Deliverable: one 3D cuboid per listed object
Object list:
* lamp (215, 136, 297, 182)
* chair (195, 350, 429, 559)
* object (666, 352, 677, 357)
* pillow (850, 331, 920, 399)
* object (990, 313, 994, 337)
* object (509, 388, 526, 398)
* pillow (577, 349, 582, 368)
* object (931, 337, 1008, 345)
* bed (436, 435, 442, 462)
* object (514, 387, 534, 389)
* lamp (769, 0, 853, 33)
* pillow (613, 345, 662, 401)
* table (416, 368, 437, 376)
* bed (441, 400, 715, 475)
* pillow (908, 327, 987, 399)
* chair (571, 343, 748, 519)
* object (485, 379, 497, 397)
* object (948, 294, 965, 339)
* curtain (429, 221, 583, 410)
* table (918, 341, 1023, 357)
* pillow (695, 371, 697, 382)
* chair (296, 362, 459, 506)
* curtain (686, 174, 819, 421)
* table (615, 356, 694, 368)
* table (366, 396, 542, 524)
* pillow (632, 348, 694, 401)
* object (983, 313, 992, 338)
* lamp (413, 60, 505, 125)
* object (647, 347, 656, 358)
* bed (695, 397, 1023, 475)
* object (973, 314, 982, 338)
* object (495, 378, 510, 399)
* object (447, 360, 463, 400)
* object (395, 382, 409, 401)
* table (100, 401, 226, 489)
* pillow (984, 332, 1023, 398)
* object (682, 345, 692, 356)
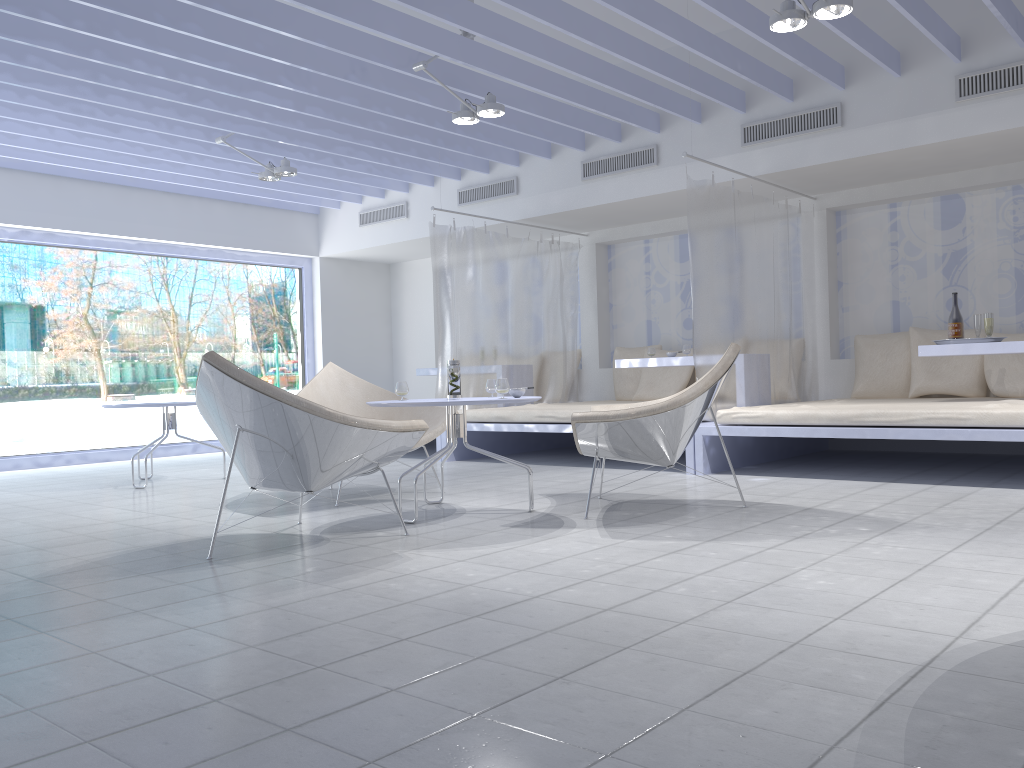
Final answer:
[{"bbox_3d":[-1.943,-1.700,6.670,0.380,0.218,0.587,-2,0,41],"label":"lamp"},{"bbox_3d":[-0.898,0.249,3.526,0.906,0.759,0.753,-2,0,36],"label":"chair"},{"bbox_3d":[1.231,-0.222,6.836,0.082,0.043,0.082,-2,0,2],"label":"object"},{"bbox_3d":[2.781,-0.126,6.585,0.524,0.521,0.230,-2,0,43],"label":"pillow"},{"bbox_3d":[2.862,-0.336,5.313,0.059,0.174,0.059,-2,0,9],"label":"object"},{"bbox_3d":[0.024,0.043,4.133,0.082,0.043,0.082,-2,0,9],"label":"object"},{"bbox_3d":[0.413,-0.076,8.643,0.572,0.510,0.231,-2,0,42],"label":"pillow"},{"bbox_3d":[2.757,-0.256,5.359,0.429,0.031,0.275,-2,0,42],"label":"object"},{"bbox_3d":[-0.727,0.392,8.385,2.200,0.422,2.022,-2,0,41],"label":"bed"},{"bbox_3d":[0.054,0.022,4.124,0.098,0.016,0.012,-2,0,7],"label":"object"},{"bbox_3d":[1.234,-1.785,3.925,0.380,0.218,0.587,-2,0,41],"label":"lamp"},{"bbox_3d":[1.135,-0.095,8.019,0.572,0.510,0.231,-2,0,40],"label":"pillow"},{"bbox_3d":[-0.347,0.068,8.040,1.065,0.450,0.416,-2,0,41],"label":"table"},{"bbox_3d":[0.935,0.345,6.929,2.200,0.427,2.016,-2,0,41],"label":"bed"},{"bbox_3d":[3.090,-0.158,6.284,0.537,0.527,0.233,-2,0,21],"label":"pillow"},{"bbox_3d":[0.702,0.198,4.139,0.753,0.759,0.906,-2,0,11],"label":"chair"},{"bbox_3d":[-0.100,0.021,4.465,0.068,0.091,0.068,-2,0,33],"label":"object"},{"bbox_3d":[2.708,-0.405,5.414,0.092,0.302,0.092,-2,0,8],"label":"object"},{"bbox_3d":[0.036,-0.523,7.612,0.151,1.552,2.050,-2,0,41],"label":"curtain"},{"bbox_3d":[2.992,-0.021,5.156,1.065,0.450,0.416,-2,0,41],"label":"table"},{"bbox_3d":[1.752,-0.122,7.439,0.233,0.527,0.537,-2,0,-29],"label":"pillow"},{"bbox_3d":[-0.862,0.241,5.008,0.906,0.759,0.753,-2,0,-39],"label":"chair"},{"bbox_3d":[1.741,-0.548,6.193,0.125,1.559,1.998,-2,0,39],"label":"curtain"},{"bbox_3d":[1.330,0.023,6.591,1.065,0.450,0.416,-2,0,41],"label":"table"},{"bbox_3d":[-0.264,0.340,4.189,0.823,0.534,0.825,-2,0,32],"label":"table"},{"bbox_3d":[1.334,-0.087,7.728,0.307,0.482,0.528,-2,0,-44],"label":"pillow"},{"bbox_3d":[2.825,-0.334,5.260,0.059,0.174,0.059,-2,0,9],"label":"object"},{"bbox_3d":[-0.347,-1.743,5.291,0.380,0.218,0.587,-2,0,41],"label":"lamp"},{"bbox_3d":[1.095,-0.242,6.959,0.068,0.091,0.068,-2,0,-23],"label":"object"},{"bbox_3d":[2.615,0.303,5.499,2.200,0.422,2.022,-2,0,41],"label":"bed"},{"bbox_3d":[2.813,-0.334,5.355,0.059,0.174,0.059,-2,0,9],"label":"object"},{"bbox_3d":[-0.043,0.021,3.992,0.068,0.091,0.068,-2,0,-21],"label":"object"},{"bbox_3d":[-0.276,-0.021,4.222,0.075,0.189,0.075,-2,0,33],"label":"object"},{"bbox_3d":[-0.532,0.035,4.288,0.068,0.091,0.068,-2,0,-27],"label":"object"},{"bbox_3d":[-2.313,0.395,5.983,0.825,0.534,0.823,-2,0,-2],"label":"table"},{"bbox_3d":[3.438,-0.143,5.912,0.528,0.482,0.307,-2,0,36],"label":"pillow"},{"bbox_3d":[1.304,-0.247,6.613,0.068,0.091,0.068,-2,0,-23],"label":"object"}]
